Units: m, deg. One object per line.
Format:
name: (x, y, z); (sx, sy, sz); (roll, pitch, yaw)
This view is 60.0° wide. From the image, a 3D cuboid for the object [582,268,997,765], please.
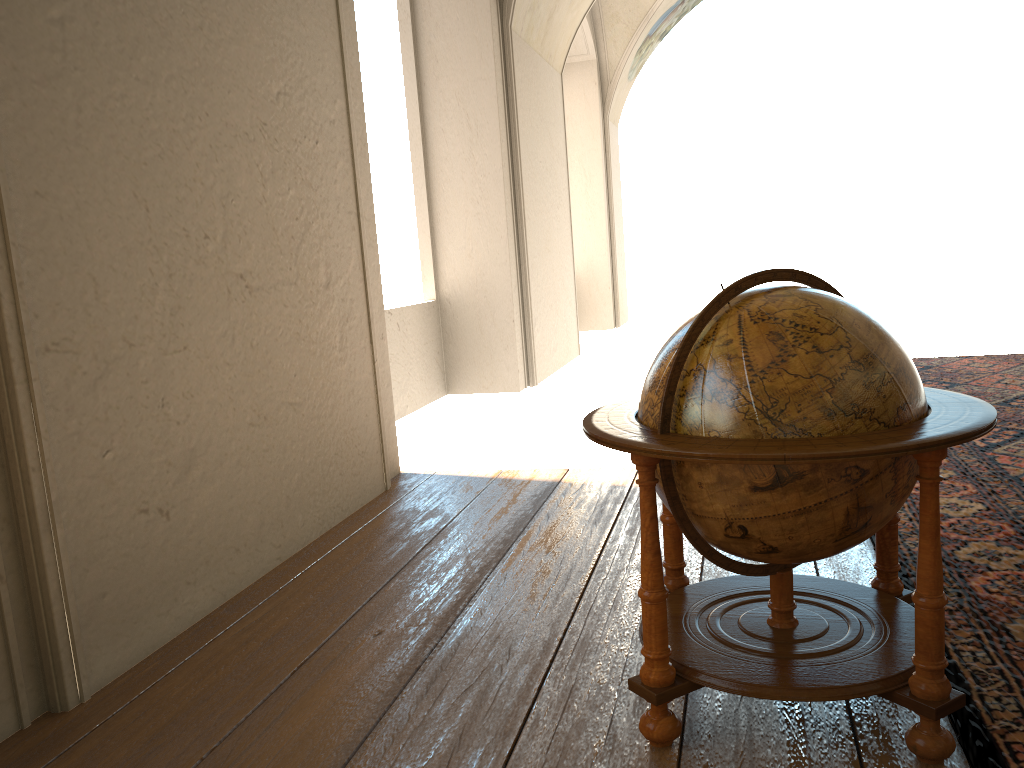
object: (0.892, 0.344, 2.967); (1.277, 1.453, 1.277); (-11, 11, -37)
